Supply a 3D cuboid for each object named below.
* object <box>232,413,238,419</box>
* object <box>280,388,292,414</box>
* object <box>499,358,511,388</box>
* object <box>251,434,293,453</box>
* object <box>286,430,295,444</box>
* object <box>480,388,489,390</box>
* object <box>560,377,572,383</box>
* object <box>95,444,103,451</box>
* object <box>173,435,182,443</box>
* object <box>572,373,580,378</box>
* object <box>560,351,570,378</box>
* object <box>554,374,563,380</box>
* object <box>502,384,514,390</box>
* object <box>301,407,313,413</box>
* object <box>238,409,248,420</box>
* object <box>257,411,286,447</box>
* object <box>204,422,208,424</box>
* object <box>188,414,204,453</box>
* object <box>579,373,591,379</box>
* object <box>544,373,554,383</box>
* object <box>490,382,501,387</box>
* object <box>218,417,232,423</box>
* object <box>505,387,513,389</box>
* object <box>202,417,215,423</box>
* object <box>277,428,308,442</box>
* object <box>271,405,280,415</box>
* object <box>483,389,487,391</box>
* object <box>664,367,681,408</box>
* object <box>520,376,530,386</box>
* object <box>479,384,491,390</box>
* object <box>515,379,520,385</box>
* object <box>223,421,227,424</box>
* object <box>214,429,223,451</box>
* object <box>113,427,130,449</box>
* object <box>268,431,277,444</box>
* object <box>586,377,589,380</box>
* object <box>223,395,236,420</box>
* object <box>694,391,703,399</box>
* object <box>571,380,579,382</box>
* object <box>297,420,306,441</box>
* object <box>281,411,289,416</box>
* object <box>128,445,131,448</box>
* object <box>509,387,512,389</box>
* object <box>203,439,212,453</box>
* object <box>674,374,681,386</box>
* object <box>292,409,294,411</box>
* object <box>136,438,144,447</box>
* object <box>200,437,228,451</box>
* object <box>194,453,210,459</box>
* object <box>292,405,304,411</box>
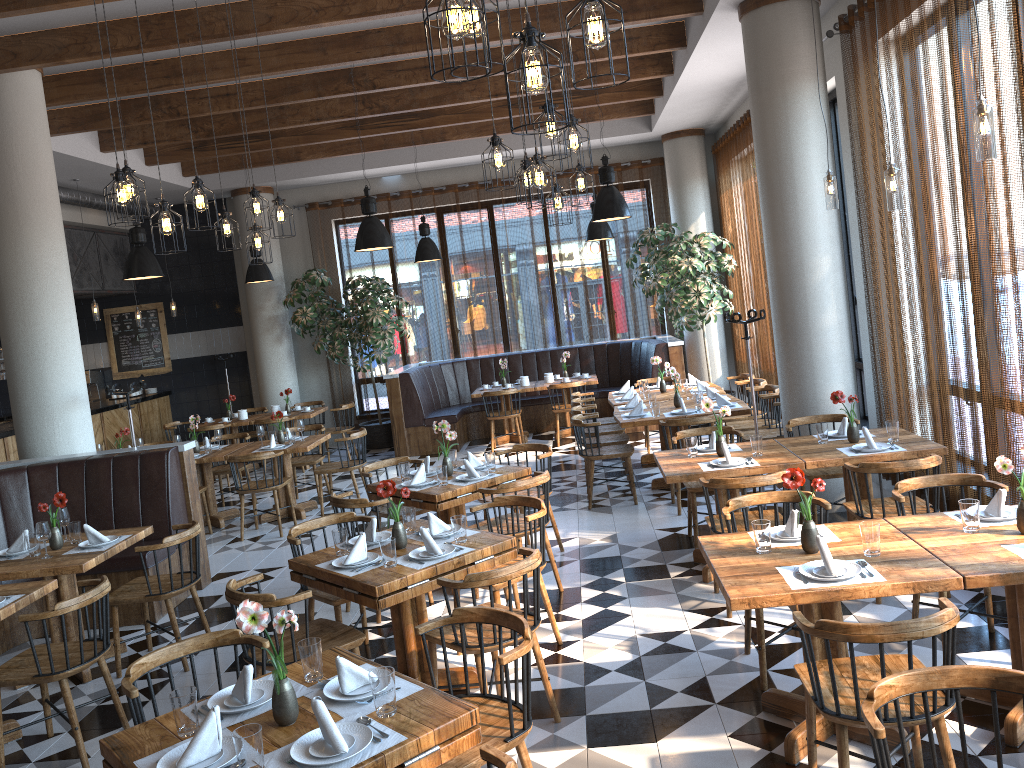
[{"bbox_3d":[-3.900,0.447,12.514,0.175,0.067,0.176,-5,5,18],"label":"object"},{"bbox_3d":[-3.088,0.236,12.190,0.156,0.354,0.171,-10,4,-38],"label":"object"},{"bbox_3d":[-0.101,-0.154,12.275,0.147,0.399,0.206,-9,4,-29],"label":"object"},{"bbox_3d":[-2.419,0.581,8.920,0.352,0.137,0.273,-6,5,4],"label":"object"},{"bbox_3d":[-2.268,0.547,9.107,0.080,0.132,0.080,-4,4,34],"label":"object"},{"bbox_3d":[-0.382,0.073,12.217,0.156,0.012,0.034,-8,5,-13],"label":"object"},{"bbox_3d":[0.726,-0.052,11.937,0.176,0.067,0.176,-8,5,-13],"label":"object"},{"bbox_3d":[-4.313,0.736,9.262,0.081,0.215,0.081,-7,3,-4],"label":"object"},{"bbox_3d":[-3.468,0.640,9.201,0.081,0.215,0.081,-7,3,-4],"label":"object"},{"bbox_3d":[0.918,-0.122,12.422,0.175,0.067,0.176,-5,5,18],"label":"object"},{"bbox_3d":[0.748,-0.246,12.172,0.146,0.399,0.207,-6,4,10],"label":"object"},{"bbox_3d":[0.637,-0.096,12.493,0.176,0.067,0.175,-11,7,-41],"label":"object"},{"bbox_3d":[-0.055,0.033,12.017,0.175,0.067,0.176,-3,7,40],"label":"object"},{"bbox_3d":[-2.811,0.350,12.169,0.176,0.067,0.176,-8,5,-10],"label":"object"},{"bbox_3d":[-3.710,0.423,12.205,0.130,0.128,0.129,-11,6,-42],"label":"object"},{"bbox_3d":[-2.483,0.456,9.158,0.295,0.354,0.166,-6,4,10],"label":"object"},{"bbox_3d":[-4.215,0.536,12.202,0.053,0.025,0.049,-7,5,-7],"label":"object"},{"bbox_3d":[-3.291,0.522,9.240,0.147,0.399,0.206,-9,4,-37],"label":"object"},{"bbox_3d":[1.004,-0.108,12.167,0.176,0.067,0.176,-7,5,-5],"label":"object"},{"bbox_3d":[0.511,-0.085,12.217,0.130,0.128,0.129,-11,6,-42],"label":"object"},{"bbox_3d":[-0.232,0.004,12.536,0.176,0.067,0.175,-11,7,-41],"label":"object"},{"bbox_3d":[-3.901,0.492,12.040,0.176,0.067,0.175,-10,6,-34],"label":"object"},{"bbox_3d":[-0.047,0.058,11.955,0.156,0.012,0.034,-10,6,-33],"label":"object"},{"bbox_3d":[-4.213,0.505,12.300,0.176,0.067,0.176,-7,5,-4],"label":"object"},{"bbox_3d":[-2.377,0.525,9.443,0.352,0.137,0.273,-6,5,4],"label":"object"},{"bbox_3d":[-3.285,0.362,12.314,0.130,0.128,0.129,-11,6,-42],"label":"object"},{"bbox_3d":[-0.369,0.076,12.180,0.053,0.025,0.049,-7,5,-7],"label":"object"},{"bbox_3d":[1.529,0.025,8.394,0.146,0.399,0.207,-6,4,9],"label":"object"},{"bbox_3d":[0.171,-0.039,12.164,0.130,0.128,0.129,-11,6,-42],"label":"object"},{"bbox_3d":[-0.367,0.045,12.278,0.176,0.067,0.176,-7,5,-4],"label":"object"},{"bbox_3d":[0.118,-0.032,12.479,0.175,0.067,0.176,-6,5,15],"label":"object"},{"bbox_3d":[-3.868,0.519,11.947,0.053,0.025,0.049,-9,6,-28],"label":"object"},{"bbox_3d":[-3.073,0.585,9.282,0.081,0.215,0.081,-9,4,-32],"label":"object"},{"bbox_3d":[-4.090,0.632,9.328,0.156,0.354,0.171,-4,5,42],"label":"object"},{"bbox_3d":[-2.493,0.560,9.249,0.080,0.132,0.080,-4,5,39],"label":"object"},{"bbox_3d":[1.019,-0.076,12.035,0.034,0.023,0.155,-7,5,-5],"label":"object"},{"bbox_3d":[-3.897,0.324,12.282,0.171,0.354,0.156,-7,4,-10],"label":"object"},{"bbox_3d":[1.766,0.135,8.355,0.080,0.132,0.080,-8,4,-11],"label":"object"},{"bbox_3d":[0.844,-0.040,11.872,0.155,0.023,0.034,-4,6,29],"label":"object"},{"bbox_3d":[-2.192,0.485,9.219,0.081,0.215,0.081,-9,4,-32],"label":"object"},{"bbox_3d":[-3.082,0.401,11.978,0.175,0.067,0.176,-5,5,19],"label":"object"},{"bbox_3d":[-4.103,0.720,9.567,0.352,0.137,0.273,-6,5,4],"label":"object"},{"bbox_3d":[-0.021,0.059,11.924,0.053,0.025,0.049,-9,6,-28],"label":"object"},{"bbox_3d":[-3.150,0.647,9.170,0.080,0.132,0.080,-4,4,34],"label":"object"},{"bbox_3d":[1.885,-0.047,10.095,0.080,0.132,0.080,-8,4,-11],"label":"object"},{"bbox_3d":[-3.084,0.369,12.509,0.034,0.012,0.156,-9,6,-24],"label":"object"},{"bbox_3d":[-3.918,0.680,9.343,0.081,0.215,0.081,-7,3,-4],"label":"object"},{"bbox_3d":[-3.258,0.625,9.506,0.352,0.137,0.273,-6,5,4],"label":"object"},{"bbox_3d":[-3.301,0.680,8.984,0.352,0.137,0.273,-6,5,4],"label":"object"},{"bbox_3d":[-3.023,0.342,12.502,0.176,0.067,0.175,-11,7,-41],"label":"object"}]
